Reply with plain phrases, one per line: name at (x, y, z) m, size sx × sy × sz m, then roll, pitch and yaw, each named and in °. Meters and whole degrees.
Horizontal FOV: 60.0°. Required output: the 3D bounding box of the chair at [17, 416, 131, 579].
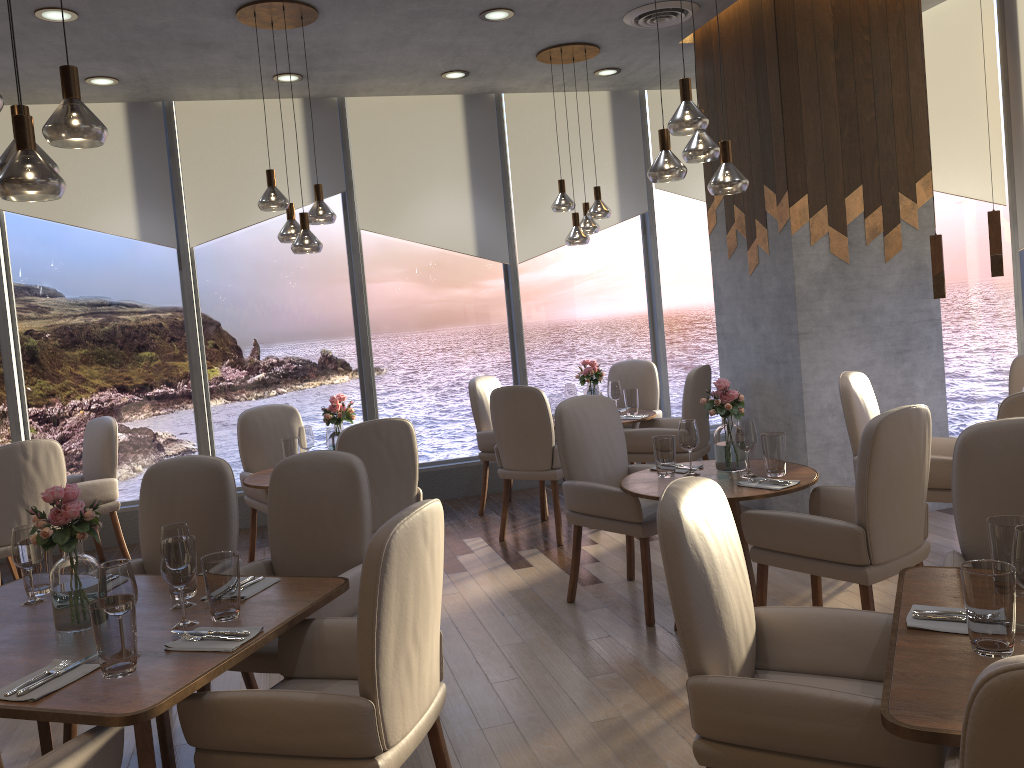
chair at (-2.856, 0.745, 5.735) m, size 0.528 × 0.999 × 0.601 m, roll -2°, pitch 4°, yaw 42°

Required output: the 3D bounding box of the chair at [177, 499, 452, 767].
chair at (-0.454, 0.811, 2.281) m, size 0.599 × 0.999 × 0.529 m, roll -4°, pitch 3°, yaw 16°

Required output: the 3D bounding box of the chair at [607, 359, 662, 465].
chair at (0.842, 0.338, 6.705) m, size 0.528 × 0.999 × 0.601 m, roll -3°, pitch 4°, yaw 33°

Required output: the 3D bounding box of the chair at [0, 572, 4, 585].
chair at (-3.674, 0.823, 5.664) m, size 0.599 × 0.999 × 0.529 m, roll -3°, pitch 4°, yaw 38°

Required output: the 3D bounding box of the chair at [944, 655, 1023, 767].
chair at (0.899, 0.774, 1.248) m, size 0.528 × 0.999 × 0.601 m, roll -3°, pitch 4°, yaw 29°

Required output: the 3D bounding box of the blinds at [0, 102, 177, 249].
blinds at (-3.145, -2.262, 6.310) m, size 1.174 × 2.676 × 0.007 m, roll -6°, pitch 3°, yaw -15°

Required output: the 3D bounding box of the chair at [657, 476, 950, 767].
chair at (0.694, 0.726, 2.071) m, size 0.599 × 0.999 × 0.529 m, roll -3°, pitch 4°, yaw 29°

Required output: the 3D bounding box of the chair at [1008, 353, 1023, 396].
chair at (2.795, 0.342, 4.511) m, size 0.528 × 0.999 × 0.601 m, roll -3°, pitch 4°, yaw 29°

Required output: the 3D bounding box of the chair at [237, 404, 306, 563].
chair at (-1.374, 0.635, 5.469) m, size 0.529 × 0.999 × 0.599 m, roll -7°, pitch 4°, yaw -34°

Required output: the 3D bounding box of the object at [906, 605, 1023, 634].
object at (1.024, 0.526, 1.987) m, size 0.255 × 0.019 × 0.158 m, roll -2°, pitch 5°, yaw 30°

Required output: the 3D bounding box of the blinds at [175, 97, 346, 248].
blinds at (-1.930, -2.396, 6.631) m, size 1.174 × 2.676 × 0.007 m, roll -6°, pitch 3°, yaw -15°

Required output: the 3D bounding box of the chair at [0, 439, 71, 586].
chair at (-2.776, 0.803, 4.929) m, size 0.599 × 0.999 × 0.529 m, roll -3°, pitch 4°, yaw 38°

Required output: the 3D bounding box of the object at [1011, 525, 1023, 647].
object at (1.087, 0.419, 1.832) m, size 0.092 × 0.244 × 0.092 m, roll -6°, pitch 3°, yaw -12°

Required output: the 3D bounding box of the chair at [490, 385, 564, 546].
chair at (0.202, 0.473, 5.742) m, size 0.528 × 0.999 × 0.601 m, roll -3°, pitch 4°, yaw 32°

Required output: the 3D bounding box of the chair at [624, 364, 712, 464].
chair at (1.046, 0.383, 5.921) m, size 0.599 × 0.999 × 0.529 m, roll -3°, pitch 4°, yaw 29°

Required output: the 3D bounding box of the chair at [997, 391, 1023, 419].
chair at (2.183, 0.479, 3.489) m, size 0.528 × 0.999 × 0.601 m, roll -3°, pitch 4°, yaw 32°

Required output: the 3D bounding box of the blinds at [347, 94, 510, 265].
blinds at (-0.702, -2.233, 6.962) m, size 1.174 × 2.676 × 0.007 m, roll -6°, pitch 3°, yaw -15°

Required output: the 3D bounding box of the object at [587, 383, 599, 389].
object at (0.589, 0.099, 6.380) m, size 0.092 × 0.244 × 0.092 m, roll -6°, pitch 3°, yaw -12°

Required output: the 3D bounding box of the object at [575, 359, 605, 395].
object at (0.562, 0.028, 6.227) m, size 0.210 × 0.415 × 0.198 m, roll -4°, pitch 3°, yaw 23°

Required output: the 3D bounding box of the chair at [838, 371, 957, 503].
chair at (1.971, 0.427, 4.365) m, size 0.599 × 0.999 × 0.529 m, roll -3°, pitch 4°, yaw 35°

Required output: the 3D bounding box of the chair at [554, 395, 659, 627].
chair at (0.563, 0.558, 4.291) m, size 0.529 × 0.999 × 0.599 m, roll -8°, pitch 4°, yaw -38°

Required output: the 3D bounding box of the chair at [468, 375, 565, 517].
chair at (0.045, 0.425, 6.508) m, size 0.599 × 0.999 × 0.529 m, roll -3°, pitch 4°, yaw 29°

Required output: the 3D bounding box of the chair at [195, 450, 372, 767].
chair at (-0.770, 0.775, 3.072) m, size 0.528 × 0.999 × 0.601 m, roll -4°, pitch 3°, yaw 21°

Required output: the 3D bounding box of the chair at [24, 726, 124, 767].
chair at (-1.192, 0.913, 1.830) m, size 0.528 × 0.999 × 0.601 m, roll -4°, pitch 3°, yaw 14°

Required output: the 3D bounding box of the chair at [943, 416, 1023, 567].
chair at (1.480, 0.626, 2.435) m, size 0.528 × 0.999 × 0.601 m, roll -4°, pitch 4°, yaw 23°

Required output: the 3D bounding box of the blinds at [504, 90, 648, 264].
blinds at (0.499, -2.365, 7.279) m, size 1.174 × 2.676 × 0.007 m, roll -6°, pitch 3°, yaw -15°

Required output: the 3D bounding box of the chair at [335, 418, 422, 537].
chair at (-0.750, 0.658, 4.490) m, size 0.529 × 0.999 × 0.599 m, roll -7°, pitch 4°, yaw -33°

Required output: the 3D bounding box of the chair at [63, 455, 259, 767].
chair at (-1.303, 0.807, 3.259) m, size 0.528 × 0.999 × 0.601 m, roll -4°, pitch 3°, yaw 16°

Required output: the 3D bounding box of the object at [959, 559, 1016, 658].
object at (0.982, 0.463, 1.821) m, size 0.102 × 0.178 × 0.102 m, roll -7°, pitch 4°, yaw -34°

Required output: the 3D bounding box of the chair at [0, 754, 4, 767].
chair at (-2.040, 0.911, 2.789) m, size 0.599 × 0.999 × 0.529 m, roll -4°, pitch 3°, yaw 21°

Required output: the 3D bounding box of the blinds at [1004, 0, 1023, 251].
blinds at (3.117, -2.106, 4.760) m, size 0.007 × 2.676 × 1.174 m, roll -6°, pitch 3°, yaw -15°

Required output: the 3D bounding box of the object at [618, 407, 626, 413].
object at (0.747, 0.192, 6.458) m, size 0.157 × 0.019 × 0.256 m, roll -2°, pitch 5°, yaw 30°

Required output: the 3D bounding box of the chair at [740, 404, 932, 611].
chair at (1.260, 0.571, 3.362) m, size 0.529 × 0.999 × 0.599 m, roll -8°, pitch 4°, yaw -38°

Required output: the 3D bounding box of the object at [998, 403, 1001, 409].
object at (2.253, 0.177, 3.995) m, size 0.102 × 0.178 × 0.102 m, roll -7°, pitch 4°, yaw -34°

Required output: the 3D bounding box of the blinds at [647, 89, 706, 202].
blinds at (1.683, -2.688, 7.587) m, size 1.174 × 2.676 × 0.007 m, roll -6°, pitch 3°, yaw -15°

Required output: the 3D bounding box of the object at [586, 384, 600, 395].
object at (0.558, 0.127, 6.070) m, size 0.092 × 0.244 × 0.092 m, roll -7°, pitch 4°, yaw -33°

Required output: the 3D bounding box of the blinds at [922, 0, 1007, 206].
blinds at (2.771, -2.457, 5.953) m, size 0.007 × 2.676 × 1.174 m, roll -6°, pitch 3°, yaw -15°

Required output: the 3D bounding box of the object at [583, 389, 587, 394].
object at (0.578, 0.124, 6.490) m, size 0.102 × 0.178 × 0.102 m, roll -5°, pitch 3°, yaw -4°

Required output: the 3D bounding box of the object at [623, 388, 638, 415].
object at (0.836, 0.125, 6.200) m, size 0.102 × 0.178 × 0.102 m, roll -4°, pitch 3°, yaw 11°

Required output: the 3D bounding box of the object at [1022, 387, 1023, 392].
object at (2.358, 0.134, 4.007) m, size 0.092 × 0.244 × 0.092 m, roll -8°, pitch 4°, yaw -41°
